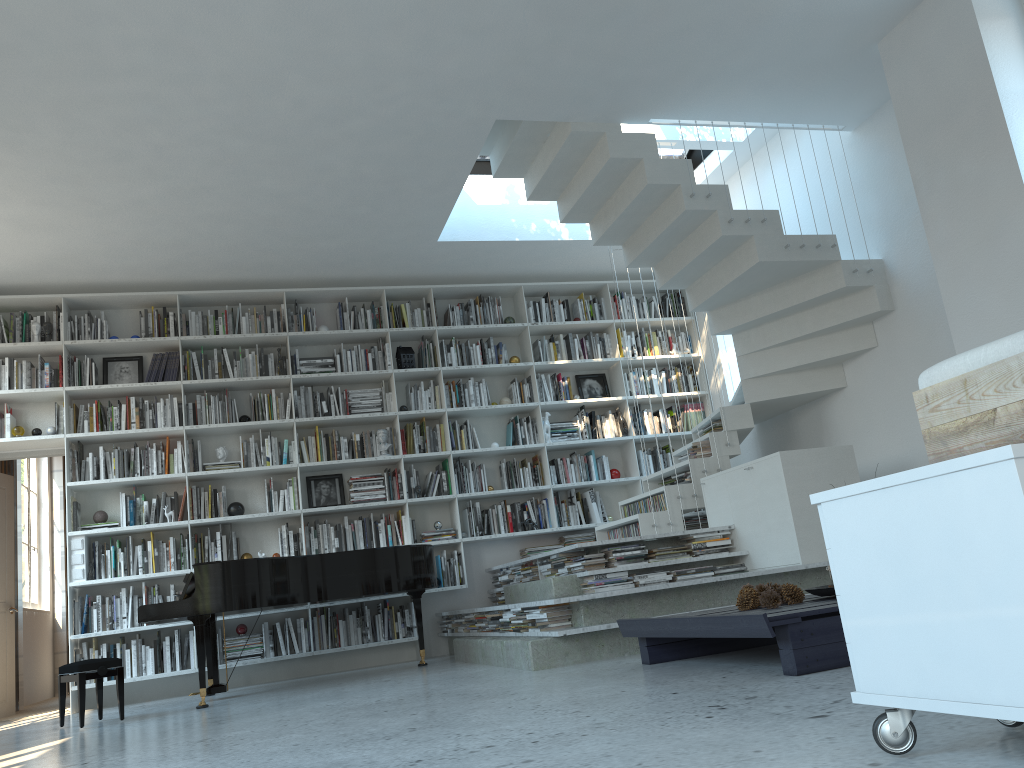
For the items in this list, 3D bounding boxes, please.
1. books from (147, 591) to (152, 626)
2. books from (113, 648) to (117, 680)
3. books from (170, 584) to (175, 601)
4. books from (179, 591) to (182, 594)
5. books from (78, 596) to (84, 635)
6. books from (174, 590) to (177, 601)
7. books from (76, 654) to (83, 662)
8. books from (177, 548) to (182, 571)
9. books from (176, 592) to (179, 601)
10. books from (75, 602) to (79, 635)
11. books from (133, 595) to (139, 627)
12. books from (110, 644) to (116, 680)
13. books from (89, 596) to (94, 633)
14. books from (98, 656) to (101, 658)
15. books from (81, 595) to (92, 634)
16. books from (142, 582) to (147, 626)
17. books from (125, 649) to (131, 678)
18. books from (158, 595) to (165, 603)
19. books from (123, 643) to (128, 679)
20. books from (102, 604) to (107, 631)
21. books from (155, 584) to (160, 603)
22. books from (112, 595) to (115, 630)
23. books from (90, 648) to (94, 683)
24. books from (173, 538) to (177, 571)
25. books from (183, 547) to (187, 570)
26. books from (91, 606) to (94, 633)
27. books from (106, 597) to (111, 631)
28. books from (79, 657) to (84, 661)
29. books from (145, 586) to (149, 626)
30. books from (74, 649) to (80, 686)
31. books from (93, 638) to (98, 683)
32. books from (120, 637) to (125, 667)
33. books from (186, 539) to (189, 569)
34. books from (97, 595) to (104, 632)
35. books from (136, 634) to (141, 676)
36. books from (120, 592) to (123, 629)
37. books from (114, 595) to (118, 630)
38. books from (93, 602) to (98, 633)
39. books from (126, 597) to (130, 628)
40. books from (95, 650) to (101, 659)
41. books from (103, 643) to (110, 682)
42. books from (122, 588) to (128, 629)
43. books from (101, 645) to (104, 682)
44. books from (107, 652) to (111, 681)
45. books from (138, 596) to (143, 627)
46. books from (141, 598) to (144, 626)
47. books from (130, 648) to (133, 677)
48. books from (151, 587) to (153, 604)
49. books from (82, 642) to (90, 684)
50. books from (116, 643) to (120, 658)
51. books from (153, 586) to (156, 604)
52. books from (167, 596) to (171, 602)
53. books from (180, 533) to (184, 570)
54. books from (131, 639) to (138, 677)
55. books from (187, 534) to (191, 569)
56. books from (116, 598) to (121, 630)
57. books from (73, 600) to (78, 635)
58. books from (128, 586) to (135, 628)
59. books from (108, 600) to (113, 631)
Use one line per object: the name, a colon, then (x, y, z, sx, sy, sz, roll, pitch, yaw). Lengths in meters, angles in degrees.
books: (-2.736, 1.703, 6.714, 0.029, 0.254, 0.153, -4, -14, -18)
books: (-2.919, 2.067, 6.548, 0.022, 0.220, 0.163, -4, -14, -18)
books: (-2.582, 1.676, 6.765, 0.025, 0.287, 0.131, -4, -14, -18)
books: (-2.507, 1.693, 6.746, 0.023, 0.227, 0.190, -4, -14, -18)
books: (-3.177, 1.710, 6.545, 0.011, 0.276, 0.190, -4, -14, -18)
books: (-2.554, 1.692, 6.740, 0.011, 0.239, 0.175, -4, -14, -18)
books: (-3.156, 2.086, 6.482, 0.023, 0.215, 0.159, -4, -14, -18)
books: (-2.569, 1.364, 6.849, 0.041, 0.181, 0.142, -4, -14, -18)
books: (-2.544, 1.706, 6.777, 0.030, 0.226, 0.140, -4, -14, -18)
books: (-3.198, 1.734, 6.550, 0.029, 0.238, 0.154, -4, -14, -18)
books: (-2.826, 1.715, 6.683, 0.031, 0.238, 0.132, -4, -14, -18)
books: (-2.945, 2.056, 6.554, 0.022, 0.251, 0.140, -4, -14, -18)
books: (-3.125, 1.716, 6.590, 0.010, 0.273, 0.150, -4, -14, -18)
books: (-3.015, 2.090, 6.516, 0.022, 0.185, 0.145, -4, -14, -18)
books: (-3.150, 1.707, 6.564, 0.052, 0.283, 0.172, -4, -14, -18)
books: (-2.765, 1.663, 6.688, 0.014, 0.324, 0.171, -4, -14, -18)
books: (-2.830, 2.068, 6.560, 0.030, 0.201, 0.168, -4, -14, -18)
books: (-2.642, 1.712, 6.726, 0.059, 0.215, 0.178, -4, -14, -18)
books: (-2.865, 2.054, 6.580, 0.022, 0.246, 0.135, -4, -14, -18)
books: (-3.033, 1.748, 6.616, 0.025, 0.199, 0.137, -4, -14, -18)
books: (-2.682, 1.673, 6.723, 0.013, 0.300, 0.173, -4, -14, -18)
books: (-2.964, 1.709, 6.618, 0.013, 0.256, 0.190, -4, -14, -18)
books: (-3.072, 2.065, 6.508, 0.024, 0.246, 0.143, -4, -14, -18)
books: (-2.599, 1.328, 6.850, 0.013, 0.259, 0.143, -4, -14, -18)
books: (-2.529, 1.362, 6.875, 0.023, 0.186, 0.130, -4, -14, -18)
books: (-3.104, 1.751, 6.588, 0.024, 0.197, 0.148, -4, -14, -18)
books: (-3.015, 1.724, 6.632, 0.022, 0.247, 0.134, -4, -14, -18)
books: (-3.123, 2.090, 6.462, 0.029, 0.190, 0.177, -4, -14, -18)
books: (-2.753, 1.679, 6.696, 0.012, 0.294, 0.177, -4, -14, -18)
books: (-3.176, 2.069, 6.481, 0.012, 0.253, 0.161, -4, -14, -18)
books: (-3.059, 2.028, 6.518, 0.011, 0.318, 0.158, -4, -14, -18)
books: (-2.879, 2.023, 6.561, 0.013, 0.299, 0.184, -4, -14, -18)
books: (-2.509, 1.329, 6.862, 0.010, 0.239, 0.175, -4, -14, -18)
books: (-3.057, 1.712, 6.595, 0.029, 0.265, 0.172, -4, -14, -18)
books: (-2.779, 2.020, 6.612, 0.014, 0.303, 0.140, -4, -14, -18)
books: (-2.924, 1.705, 6.660, 0.013, 0.273, 0.146, -4, -14, -18)
books: (-2.951, 1.709, 6.616, 0.010, 0.252, 0.178, -4, -14, -18)
books: (-3.077, 1.733, 6.577, 0.022, 0.220, 0.188, -4, -14, -18)
books: (-2.883, 1.721, 6.663, 0.012, 0.232, 0.149, -4, -14, -18)
books: (-3.036, 2.070, 6.508, 0.022, 0.225, 0.155, -4, -14, -18)
books: (-2.983, 2.046, 6.524, 0.023, 0.265, 0.177, -4, -14, -18)
books: (-2.905, 1.690, 6.662, 0.027, 0.299, 0.142, -4, -14, -18)
books: (-2.998, 2.048, 6.513, 0.013, 0.261, 0.174, -4, -14, -18)
books: (-2.962, 2.078, 6.539, 0.022, 0.205, 0.159, -4, -14, -18)
books: (-2.797, 1.719, 6.686, 0.028, 0.224, 0.134, -4, -14, -18)
books: (-2.776, 1.725, 6.690, 0.013, 0.208, 0.155, -4, -14, -18)
books: (-2.818, 2.070, 6.595, 0.014, 0.210, 0.146, -4, -14, -18)
books: (-2.719, 1.688, 6.726, 0.013, 0.283, 0.139, -4, -14, -18)
books: (-3.106, 2.042, 6.496, 0.044, 0.293, 0.181, -4, -14, -18)
books: (-2.900, 2.050, 6.564, 0.027, 0.256, 0.160, -4, -14, -18)
books: (-2.699, 1.680, 6.721, 0.022, 0.290, 0.138, -4, -14, -18)
books: (-2.605, 1.721, 6.755, 0.030, 0.202, 0.142, -4, -14, -18)
books: (-2.544, 1.307, 6.851, 0.014, 0.285, 0.180, -4, -14, -18)
books: (-2.793, 2.035, 6.584, 0.031, 0.265, 0.187, -4, -14, -18)
books: (-2.501, 1.314, 6.892, 0.024, 0.279, 0.136, -4, -14, -18)
books: (-2.936, 1.723, 6.631, 0.028, 0.228, 0.158, -4, -14, -18)
books: (-3.222, 1.731, 6.559, 0.012, 0.253, 0.161, -4, -14, -18)
books: (-2.858, 1.679, 6.660, 0.039, 0.306, 0.172, -4, -14, -18)
books: (-2.980, 1.726, 6.606, 0.028, 0.222, 0.189, -4, -14, -18)
